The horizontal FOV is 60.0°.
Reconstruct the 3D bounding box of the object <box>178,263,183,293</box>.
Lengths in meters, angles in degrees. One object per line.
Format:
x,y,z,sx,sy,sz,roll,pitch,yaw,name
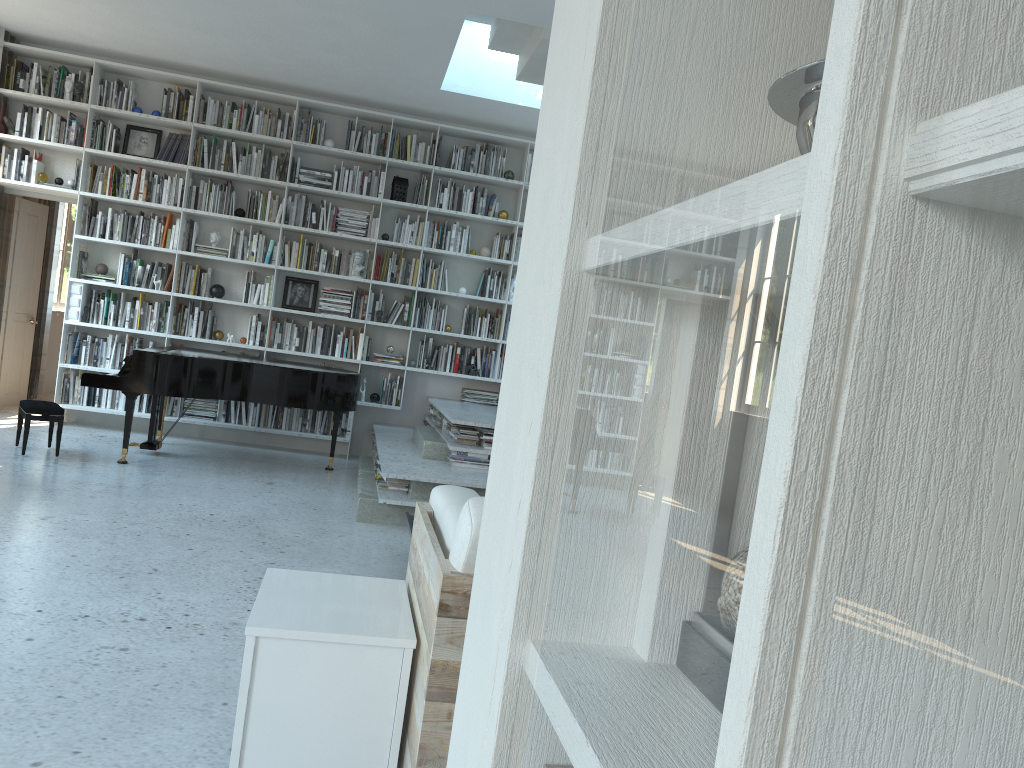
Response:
-2.951,-0.940,7.929,0.012,0.270,0.130,8,3,-10,object

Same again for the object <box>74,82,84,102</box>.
-3.679,-2.467,7.527,0.067,0.198,0.067,10,3,32,object

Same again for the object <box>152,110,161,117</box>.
-3.106,-2.348,7.749,0.083,0.083,0.082,7,3,-33,object

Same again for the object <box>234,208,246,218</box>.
-2.429,-1.522,7.922,0.097,0.098,0.097,10,3,38,object

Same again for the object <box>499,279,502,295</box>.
-0.128,-0.894,8.432,0.014,0.208,0.129,8,3,-10,object

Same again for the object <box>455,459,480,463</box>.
-0.308,0.535,6.277,0.204,0.004,0.139,8,2,-7,object

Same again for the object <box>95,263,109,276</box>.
-3.595,-1.003,7.774,0.105,0.106,0.105,7,3,-33,object

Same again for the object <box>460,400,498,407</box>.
-0.315,0.184,8.452,0.346,0.007,0.193,8,2,-15,object

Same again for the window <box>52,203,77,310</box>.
-5.088,-1.832,10.170,0.073,2.010,1.981,8,2,-10,window

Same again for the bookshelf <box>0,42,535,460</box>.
-1.511,-0.884,8.107,6.298,3.144,0.330,8,3,-10,bookshelf

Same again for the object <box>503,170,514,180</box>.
-0.029,-1.936,8.258,0.104,0.105,0.104,10,3,38,object

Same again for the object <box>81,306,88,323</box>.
-3.693,-0.602,7.664,0.045,0.146,0.045,10,3,28,object

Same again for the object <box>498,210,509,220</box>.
-0.082,-1.572,8.281,0.100,0.102,0.100,7,3,-33,object

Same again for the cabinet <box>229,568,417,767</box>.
-0.480,0.787,2.249,0.380,0.487,0.502,8,2,-10,cabinet

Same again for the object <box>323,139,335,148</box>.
-1.653,-2.160,8.009,0.105,0.106,0.104,7,3,-33,object

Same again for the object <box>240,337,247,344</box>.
-2.419,-0.391,7.992,0.061,0.062,0.061,10,3,38,object

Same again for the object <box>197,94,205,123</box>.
-2.752,-2.403,7.846,0.012,0.285,0.159,8,3,-10,object

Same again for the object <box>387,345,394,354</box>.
-1.120,-0.319,8.176,0.071,0.072,0.071,10,3,38,object

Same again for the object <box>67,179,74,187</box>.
-3.809,-1.735,7.667,0.071,0.072,0.071,7,3,-33,object

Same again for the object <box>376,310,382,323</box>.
-1.210,-0.617,8.078,0.054,0.113,0.079,8,3,-12,object

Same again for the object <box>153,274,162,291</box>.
-3.095,-0.887,7.729,0.082,0.140,0.044,7,3,-27,object

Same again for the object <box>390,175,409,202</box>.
-1.029,-1.776,8.115,0.135,0.248,0.135,7,3,-20,object

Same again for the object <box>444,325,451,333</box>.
-0.605,-0.518,8.337,0.071,0.072,0.071,10,3,38,object

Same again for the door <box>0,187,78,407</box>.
-4.357,-0.726,8.241,0.834,1.982,0.785,8,3,-10,door

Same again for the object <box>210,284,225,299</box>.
-2.642,-0.828,7.954,0.133,0.135,0.134,10,3,38,object

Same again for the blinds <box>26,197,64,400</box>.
-4.731,-1.438,8.891,0.140,3.233,0.775,8,3,-10,blinds

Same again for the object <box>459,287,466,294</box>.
-0.462,-0.870,8.301,0.071,0.072,0.071,10,3,38,object

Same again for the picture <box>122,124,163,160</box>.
-3.263,-2.118,7.823,0.300,0.300,0.077,8,3,-10,picture

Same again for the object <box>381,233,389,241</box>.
-1.156,-1.338,8.095,0.071,0.072,0.071,10,3,38,object

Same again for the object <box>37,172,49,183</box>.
-4.019,-1.770,7.598,0.086,0.088,0.087,10,3,38,object

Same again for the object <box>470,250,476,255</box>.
-0.368,-1.227,8.315,0.068,0.068,0.068,7,3,-33,object

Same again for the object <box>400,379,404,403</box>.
-1.025,0.077,8.241,0.011,0.260,0.141,8,3,-10,object

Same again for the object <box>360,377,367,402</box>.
-1.362,0.050,8.122,0.053,0.225,0.046,8,3,2,object

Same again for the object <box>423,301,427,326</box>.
-0.824,-0.648,8.324,0.007,0.266,0.134,8,3,-10,object

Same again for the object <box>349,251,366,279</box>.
-1.392,-1.078,8.037,0.137,0.244,0.137,6,4,-45,object

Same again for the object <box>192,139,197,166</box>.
-2.806,-2.024,7.863,0.012,0.254,0.160,8,3,-10,object

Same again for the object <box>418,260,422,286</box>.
-0.868,-1.033,8.288,0.013,0.284,0.135,8,3,-10,object

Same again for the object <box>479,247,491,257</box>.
-0.257,-1.234,8.358,0.112,0.113,0.111,7,3,-33,object

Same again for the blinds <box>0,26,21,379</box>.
-4.527,-1.368,7.733,0.140,3.233,0.775,8,3,-10,blinds

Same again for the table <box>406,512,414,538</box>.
0.120,0.938,4.444,1.270,0.218,1.256,8,2,-10,table

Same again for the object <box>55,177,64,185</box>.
-3.916,-1.749,7.668,0.071,0.072,0.071,7,3,-33,object

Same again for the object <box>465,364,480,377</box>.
-0.368,-0.131,8.252,0.160,0.114,0.064,7,3,-23,object

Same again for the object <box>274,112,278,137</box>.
-2.116,-2.296,7.963,0.010,0.247,0.157,8,3,-10,object

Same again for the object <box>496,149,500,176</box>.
-0.143,-2.053,8.329,0.006,0.298,0.129,8,3,-10,object

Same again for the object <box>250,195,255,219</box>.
-2.331,-1.576,7.986,0.010,0.225,0.142,8,3,-10,object

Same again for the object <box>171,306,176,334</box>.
-3.013,-0.571,7.933,0.012,0.254,0.160,8,3,-10,object

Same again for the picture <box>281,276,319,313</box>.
-1.945,-0.822,8.150,0.300,0.300,0.077,8,3,-10,picture

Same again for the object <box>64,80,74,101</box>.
-3.758,-2.478,7.512,0.067,0.198,0.067,10,3,32,object

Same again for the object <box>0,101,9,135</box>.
-4.337,-2.253,7.560,0.035,0.296,0.176,8,3,-10,object

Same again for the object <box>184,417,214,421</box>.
-2.819,0.310,8.024,0.254,0.007,0.160,8,2,-7,object

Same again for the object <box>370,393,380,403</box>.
-1.263,0.129,8.169,0.093,0.095,0.094,10,3,38,object

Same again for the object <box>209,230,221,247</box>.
-2.660,-1.299,7.938,0.095,0.157,0.121,8,2,3,object

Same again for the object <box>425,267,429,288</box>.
-0.800,-0.985,8.287,0.013,0.208,0.139,8,3,-10,object

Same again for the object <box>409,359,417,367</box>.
-0.929,-0.194,8.299,0.071,0.072,0.071,10,3,38,object

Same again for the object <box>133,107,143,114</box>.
-3.259,-2.368,7.721,0.083,0.083,0.082,7,3,-33,object

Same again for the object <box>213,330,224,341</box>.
-2.644,-0.439,7.992,0.091,0.092,0.091,7,3,-33,object

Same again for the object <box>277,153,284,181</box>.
-2.041,-1.914,7.858,0.075,0.255,0.075,7,3,-32,object

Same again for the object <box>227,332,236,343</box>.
-2.515,-0.419,7.949,0.060,0.095,0.078,8,2,6,object

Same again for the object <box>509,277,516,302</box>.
0.022,-0.905,8.270,0.087,0.288,0.075,9,3,25,object
